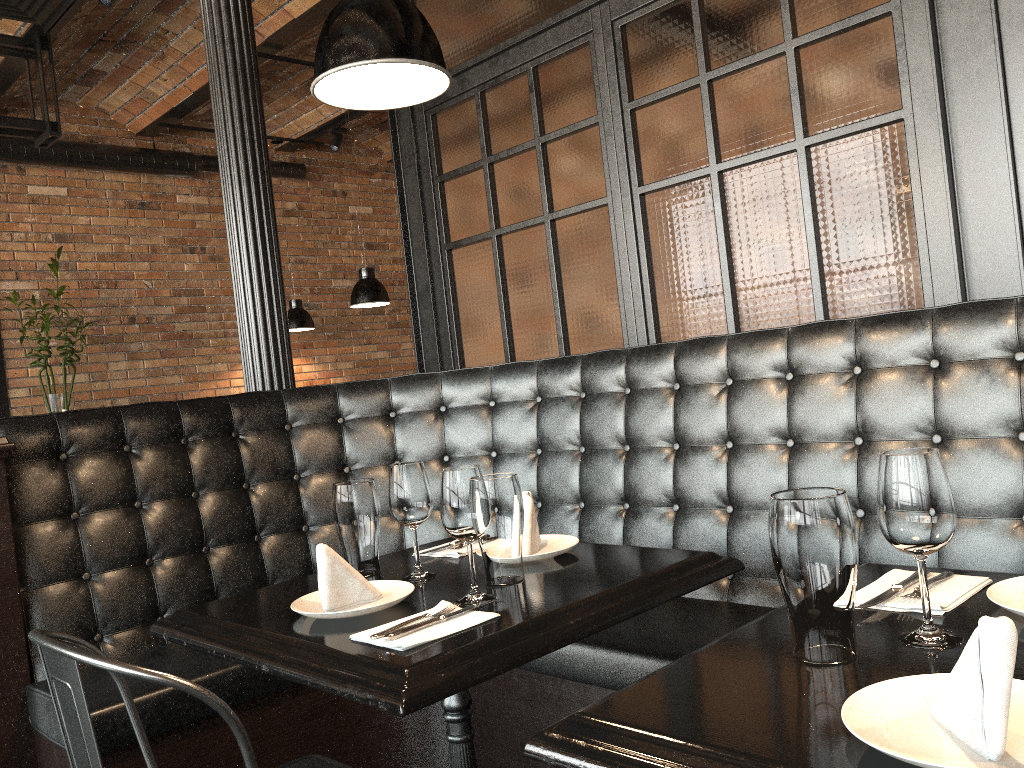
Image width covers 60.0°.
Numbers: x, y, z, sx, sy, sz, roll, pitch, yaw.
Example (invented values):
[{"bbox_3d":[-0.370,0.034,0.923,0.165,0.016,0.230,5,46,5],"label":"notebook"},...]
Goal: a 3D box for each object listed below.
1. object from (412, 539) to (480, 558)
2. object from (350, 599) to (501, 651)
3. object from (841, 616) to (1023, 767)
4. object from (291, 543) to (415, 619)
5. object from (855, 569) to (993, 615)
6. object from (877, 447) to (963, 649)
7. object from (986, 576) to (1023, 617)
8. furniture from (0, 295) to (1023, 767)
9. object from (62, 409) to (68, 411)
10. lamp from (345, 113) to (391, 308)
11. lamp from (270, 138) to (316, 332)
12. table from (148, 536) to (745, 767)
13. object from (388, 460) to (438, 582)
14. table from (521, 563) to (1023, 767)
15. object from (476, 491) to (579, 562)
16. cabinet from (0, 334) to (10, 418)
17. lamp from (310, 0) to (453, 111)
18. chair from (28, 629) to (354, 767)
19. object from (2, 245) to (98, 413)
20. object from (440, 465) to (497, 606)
[{"bbox_3d":[-0.130,0.391,2.144,0.157,0.019,0.255,-6,0,42],"label":"object"},{"bbox_3d":[-0.130,0.395,1.489,0.255,0.019,0.157,-7,0,-43],"label":"object"},{"bbox_3d":[0.437,0.278,0.858,0.232,0.139,0.232,-6,0,31],"label":"object"},{"bbox_3d":[-0.306,0.358,1.682,0.232,0.139,0.232,-7,0,4],"label":"object"},{"bbox_3d":[0.600,0.312,1.338,0.255,0.019,0.157,-7,0,-43],"label":"object"},{"bbox_3d":[0.524,0.207,1.140,0.092,0.244,0.092,-7,0,-27],"label":"object"},{"bbox_3d":[0.763,0.238,1.191,0.232,0.139,0.232,-6,0,17],"label":"object"},{"bbox_3d":[0.873,0.443,1.271,1.979,1.212,5.451,-7,0,-44],"label":"furniture"},{"bbox_3d":[-2.971,0.363,6.115,0.316,0.397,0.319,-7,0,5],"label":"object"},{"bbox_3d":[-1.090,-1.373,6.235,0.291,1.653,0.291,-7,0,1],"label":"lamp"},{"bbox_3d":[-1.932,-1.285,7.637,0.291,1.653,0.291,-6,0,21],"label":"lamp"},{"bbox_3d":[-0.099,0.779,1.818,0.872,0.758,0.872,-7,0,-44],"label":"table"},{"bbox_3d":[-0.209,0.287,1.871,0.092,0.244,0.092,-7,0,-27],"label":"object"},{"bbox_3d":[0.662,0.697,1.024,0.872,0.758,0.872,-7,0,-44],"label":"table"},{"bbox_3d":[0.030,0.318,1.987,0.232,0.139,0.232,-7,0,4],"label":"object"},{"bbox_3d":[-6.304,0.020,4.178,7.075,3.779,0.564,-7,0,-44],"label":"cabinet"},{"bbox_3d":[-0.362,-1.432,1.831,0.291,1.653,0.291,-7,0,1],"label":"lamp"},{"bbox_3d":[-0.423,0.768,1.467,0.558,0.857,0.504,-7,0,-44],"label":"chair"},{"bbox_3d":[-3.275,-0.186,6.388,0.584,1.546,0.673,-7,0,-5],"label":"object"},{"bbox_3d":[-0.080,0.274,1.621,0.092,0.244,0.092,-6,0,29],"label":"object"}]
